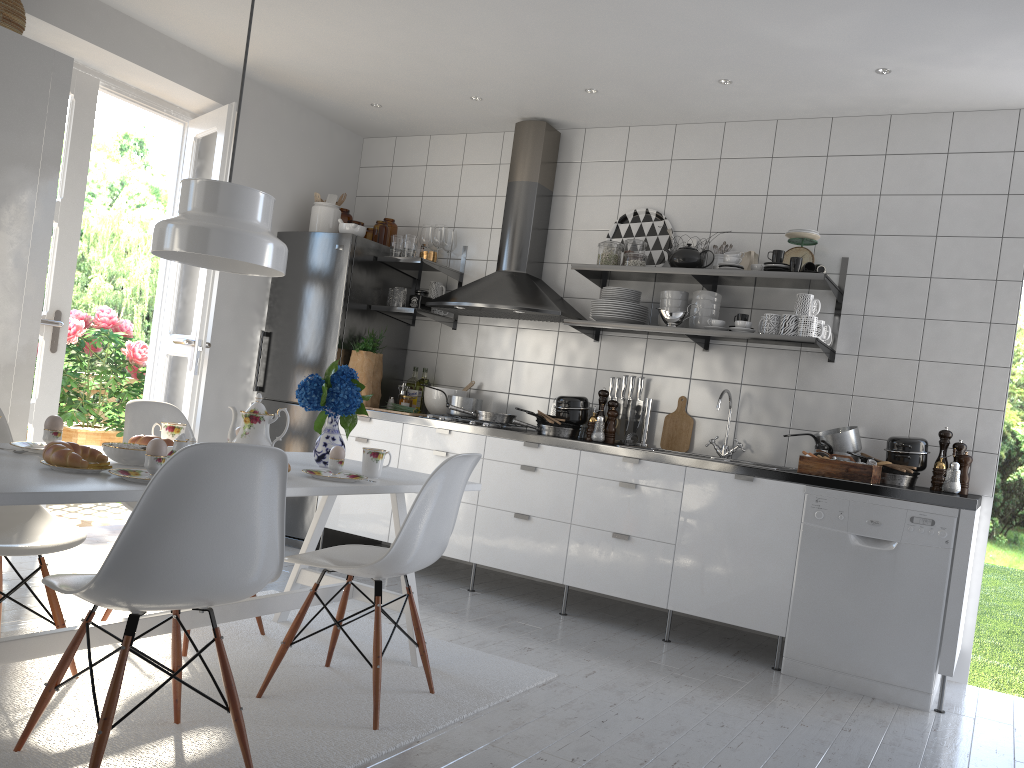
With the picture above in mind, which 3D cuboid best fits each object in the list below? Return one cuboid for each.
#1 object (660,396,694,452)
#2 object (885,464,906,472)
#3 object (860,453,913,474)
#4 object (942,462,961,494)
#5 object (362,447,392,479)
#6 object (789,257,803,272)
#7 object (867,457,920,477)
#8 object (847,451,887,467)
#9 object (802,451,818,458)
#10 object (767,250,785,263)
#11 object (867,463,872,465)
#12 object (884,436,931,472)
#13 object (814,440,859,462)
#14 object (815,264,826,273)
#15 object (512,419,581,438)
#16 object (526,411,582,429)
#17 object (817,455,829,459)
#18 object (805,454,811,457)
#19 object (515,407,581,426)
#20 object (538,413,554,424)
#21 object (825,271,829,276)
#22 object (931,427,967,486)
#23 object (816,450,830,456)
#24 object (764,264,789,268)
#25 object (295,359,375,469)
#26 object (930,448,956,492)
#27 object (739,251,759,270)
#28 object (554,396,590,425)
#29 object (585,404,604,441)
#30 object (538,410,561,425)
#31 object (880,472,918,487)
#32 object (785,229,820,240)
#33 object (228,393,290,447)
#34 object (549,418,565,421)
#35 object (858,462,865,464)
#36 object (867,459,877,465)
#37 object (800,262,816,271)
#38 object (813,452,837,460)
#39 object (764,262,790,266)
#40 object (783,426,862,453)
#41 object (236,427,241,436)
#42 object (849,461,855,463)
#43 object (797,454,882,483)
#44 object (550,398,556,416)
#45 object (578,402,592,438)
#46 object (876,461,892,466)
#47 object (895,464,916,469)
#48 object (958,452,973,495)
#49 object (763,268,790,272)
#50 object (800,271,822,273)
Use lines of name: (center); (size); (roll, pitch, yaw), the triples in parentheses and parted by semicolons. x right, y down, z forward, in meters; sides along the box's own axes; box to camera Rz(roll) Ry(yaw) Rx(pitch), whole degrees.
object: (0.870, 0.206, 4.628); (0.157, 0.294, 0.047); (8, 1, 30)
object: (1.617, 0.349, 3.877); (0.064, 0.044, 0.335); (8, -1, -4)
object: (1.633, 0.344, 3.880); (0.059, 0.061, 0.334); (8, -1, -12)
object: (1.883, 0.399, 3.785); (0.069, 0.135, 0.069); (8, 0, 10)
object: (-0.454, 0.260, 2.905); (0.078, 0.095, 0.091); (7, 0, 23)
object: (1.295, -0.537, 4.039); (0.055, 0.077, 0.070); (8, 0, -7)
object: (1.640, 0.373, 3.937); (0.348, 0.082, 0.243); (8, -1, -19)
object: (1.653, 0.360, 3.931); (0.245, 0.080, 0.357); (7, -2, 37)
object: (1.331, 0.345, 3.801); (0.030, 0.093, 0.216); (7, -1, -35)
object: (1.228, -0.580, 4.114); (0.055, 0.078, 0.070); (8, 0, -40)
object: (1.493, 0.364, 3.722); (0.040, 0.063, 0.069); (8, 0, -12)
object: (1.756, 0.310, 3.944); (0.190, 0.159, 0.197); (8, -1, -9)
object: (1.481, 0.342, 4.027); (0.200, 0.154, 0.348); (7, -1, 14)
object: (1.401, -0.527, 4.061); (0.069, 0.059, 0.082); (8, -1, 7)
object: (0.184, 0.233, 4.647); (0.351, 0.061, 0.232); (7, -1, 8)
object: (0.196, 0.199, 4.617); (0.348, 0.082, 0.243); (8, -1, -19)
object: (1.386, 0.355, 3.767); (0.030, 0.084, 0.219); (7, -1, -35)
object: (1.279, 0.328, 3.810); (0.049, 0.048, 0.048); (7, -1, 40)
object: (0.209, 0.186, 4.611); (0.245, 0.080, 0.357); (7, -2, 37)
object: (0.172, 0.175, 4.557); (0.064, 0.044, 0.335); (8, -1, -4)
object: (1.466, -0.506, 4.178); (0.066, 0.067, 0.053); (7, 0, 30)
object: (1.932, 0.334, 3.910); (0.123, 0.283, 0.061); (8, 1, 35)
object: (1.463, 0.357, 3.883); (0.265, 0.107, 0.048); (7, 0, 26)
object: (1.229, -0.535, 4.108); (0.121, 0.023, 0.121); (8, -2, -29)
object: (-0.620, 0.101, 3.055); (0.265, 0.377, 0.236); (8, 0, 32)
object: (1.870, 0.370, 3.848); (0.080, 0.192, 0.058); (8, 1, 18)
object: (1.172, -0.582, 4.381); (0.116, 0.152, 0.127); (8, 0, -34)
object: (0.311, 0.136, 4.624); (0.190, 0.159, 0.197); (8, -1, -9)
object: (0.426, 0.196, 4.528); (0.080, 0.192, 0.058); (8, 1, 18)
object: (0.189, 0.170, 4.560); (0.059, 0.061, 0.334); (8, -1, -12)
object: (1.629, 0.407, 3.967); (0.351, 0.061, 0.232); (7, -1, 8)
object: (1.398, -0.711, 4.265); (0.163, 0.047, 0.164); (8, -1, -11)
object: (-0.791, 0.143, 2.746); (0.140, 0.230, 0.149); (7, 0, -42)
object: (0.217, 0.186, 4.584); (0.065, 0.021, 0.336); (8, -2, -7)
object: (1.461, 0.357, 3.697); (0.042, 0.062, 0.069); (8, 0, -30)
object: (1.524, 0.349, 3.769); (0.050, 0.058, 0.053); (7, 0, 23)
object: (1.363, -0.525, 4.068); (0.069, 0.058, 0.080); (8, -1, 2)
object: (1.365, 0.349, 3.898); (0.117, 0.099, 0.085); (7, 0, 23)
object: (1.228, -0.544, 4.110); (0.121, 0.023, 0.121); (8, -2, -20)
object: (1.430, 0.258, 4.106); (0.371, 0.169, 0.203); (7, -1, 7)
object: (-0.924, 0.176, 3.021); (0.048, 0.063, 0.048); (8, 0, 34)
object: (1.440, 0.354, 3.761); (0.054, 0.052, 0.034); (7, 0, 16)
object: (1.410, 0.354, 3.808); (0.300, 0.100, 0.211); (7, -1, 32)
object: (0.262, 0.178, 4.877); (0.100, 0.201, 0.081); (8, 0, 20)
object: (0.378, 0.194, 4.866); (0.081, 0.201, 0.100); (7, 0, -40)
object: (1.496, 0.365, 3.837); (0.270, 0.094, 0.050); (7, 0, 34)
object: (1.661, 0.360, 3.903); (0.065, 0.021, 0.336); (8, -2, -7)
object: (1.949, 0.384, 3.826); (0.058, 0.184, 0.058); (7, 1, -32)
object: (1.226, -0.516, 4.109); (0.121, 0.021, 0.121); (7, -1, 7)
object: (1.374, -0.497, 4.064); (0.121, 0.021, 0.121); (7, -2, 34)
